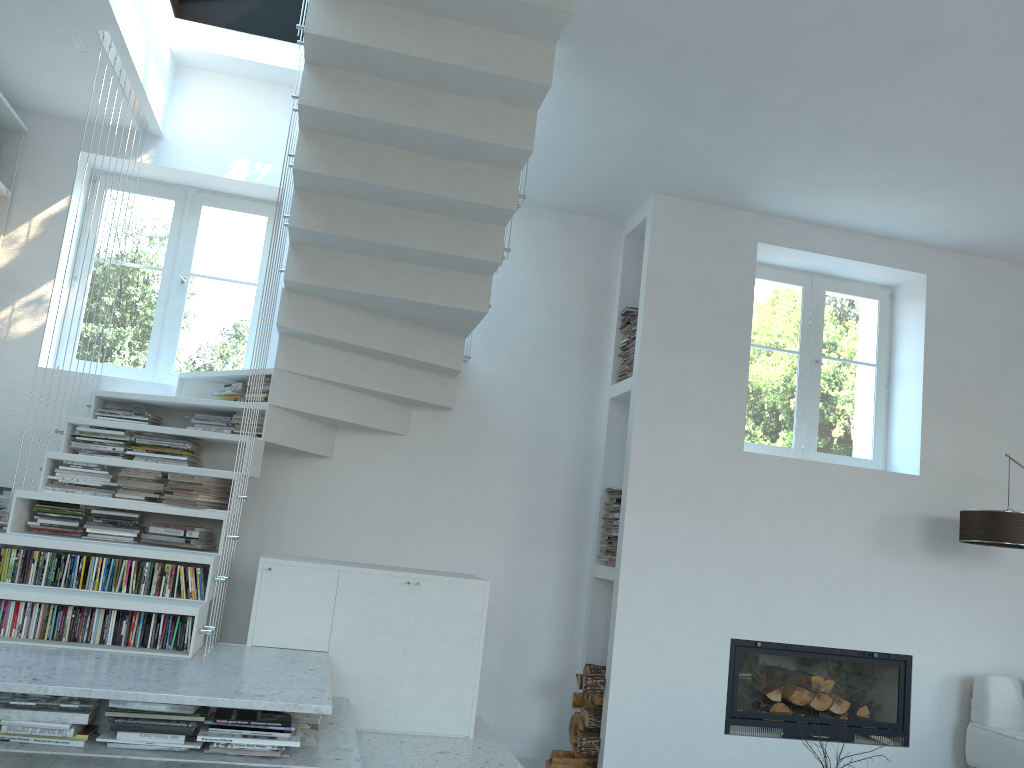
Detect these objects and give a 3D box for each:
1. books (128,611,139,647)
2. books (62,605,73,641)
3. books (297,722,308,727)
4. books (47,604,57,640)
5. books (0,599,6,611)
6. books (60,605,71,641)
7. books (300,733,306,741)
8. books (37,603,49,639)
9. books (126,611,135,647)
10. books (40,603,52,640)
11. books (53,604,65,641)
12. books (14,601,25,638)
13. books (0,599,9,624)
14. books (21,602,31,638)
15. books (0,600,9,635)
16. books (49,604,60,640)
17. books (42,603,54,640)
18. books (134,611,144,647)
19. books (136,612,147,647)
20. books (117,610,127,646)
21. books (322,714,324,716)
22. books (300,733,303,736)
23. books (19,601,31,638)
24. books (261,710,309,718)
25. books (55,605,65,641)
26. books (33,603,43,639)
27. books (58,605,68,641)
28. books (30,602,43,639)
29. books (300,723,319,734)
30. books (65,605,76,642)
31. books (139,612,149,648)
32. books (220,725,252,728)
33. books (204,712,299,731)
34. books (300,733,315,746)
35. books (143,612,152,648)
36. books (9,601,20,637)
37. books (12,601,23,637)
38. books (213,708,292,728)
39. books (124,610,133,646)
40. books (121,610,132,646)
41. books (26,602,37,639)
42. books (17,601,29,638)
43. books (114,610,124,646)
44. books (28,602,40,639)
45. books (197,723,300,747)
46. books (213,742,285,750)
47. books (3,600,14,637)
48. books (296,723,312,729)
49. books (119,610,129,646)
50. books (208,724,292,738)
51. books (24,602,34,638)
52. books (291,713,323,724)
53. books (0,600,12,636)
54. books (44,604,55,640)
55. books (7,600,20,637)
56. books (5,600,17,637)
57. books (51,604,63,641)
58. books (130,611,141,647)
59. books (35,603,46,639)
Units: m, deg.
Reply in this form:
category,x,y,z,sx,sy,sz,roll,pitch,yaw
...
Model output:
category,x,y,z,sx,sy,sz,roll,pitch,yaw
books,-1.413,0.913,3.326,0.008,0.125,0.125,8,-10,-11
books,-1.632,0.881,3.283,0.007,0.125,0.125,8,-10,-11
books,-0.754,1.107,2.964,0.153,0.009,0.261,8,-10,-8
books,-1.683,0.873,3.272,0.007,0.125,0.125,8,-10,-11
books,-1.856,0.848,3.238,0.008,0.125,0.125,8,-10,-11
books,-1.639,0.880,3.281,0.007,0.125,0.125,8,-10,-11
books,-0.764,1.152,2.956,0.148,0.012,0.227,9,-10,-13
books,-1.714,0.869,3.266,0.008,0.125,0.125,8,-10,-11
books,-1.421,0.912,3.325,0.008,0.125,0.125,8,-10,-11
books,-1.706,0.870,3.268,0.008,0.125,0.125,8,-10,-11
books,-1.661,0.876,3.277,0.007,0.125,0.125,8,-10,-11
books,-1.790,0.857,3.251,0.008,0.125,0.125,8,-10,-11
books,-1.849,0.849,3.239,0.008,0.125,0.125,8,-10,-11
books,-1.766,0.861,3.256,0.007,0.125,0.125,8,-10,-11
books,-1.840,0.850,3.241,0.008,0.125,0.125,8,-10,-11
books,-1.676,0.874,3.274,0.008,0.125,0.125,8,-10,-11
books,-1.698,0.871,3.269,0.009,0.125,0.125,8,-10,-11
books,-1.393,0.916,3.330,0.010,0.125,0.125,8,-10,-11
books,-1.386,0.917,3.332,0.008,0.125,0.125,8,-10,-11
books,-1.451,0.907,3.319,0.008,0.125,0.125,8,-10,-11
books,-0.794,1.170,3.236,0.188,0.014,0.274,9,-10,-16
books,-0.768,1.140,2.957,0.131,0.012,0.208,9,-10,-15
books,-1.774,0.860,3.254,0.007,0.125,0.125,8,-10,-11
books,-0.755,1.078,2.968,0.154,0.018,0.221,8,-10,-10
books,-1.654,0.877,3.278,0.008,0.125,0.125,8,-10,-11
books,-1.729,0.866,3.263,0.008,0.125,0.125,8,-10,-11
books,-1.647,0.879,3.280,0.007,0.125,0.125,8,-10,-11
books,-1.736,0.865,3.262,0.007,0.125,0.125,8,-10,-11
books,-0.743,1.131,2.963,0.189,0.013,0.215,9,-10,-12
books,-1.624,0.882,3.284,0.010,0.125,0.125,8,-10,-11
books,-1.375,0.919,3.334,0.012,0.125,0.125,8,-10,-11
books,-0.808,1.056,2.766,0.190,0.011,0.091,9,-10,-13
books,-0.801,1.043,2.742,0.269,0.009,0.132,8,-10,-7
books,-0.752,1.168,2.956,0.177,0.015,0.216,9,-10,-13
books,-1.364,0.920,3.336,0.010,0.125,0.125,8,-10,-11
books,-1.805,0.855,3.248,0.008,0.125,0.125,8,-10,-11
books,-1.797,0.856,3.249,0.007,0.125,0.125,8,-10,-11
books,-0.799,1.031,2.741,0.228,0.014,0.149,9,-10,-13
books,-1.428,0.911,3.323,0.007,0.125,0.125,8,-10,-11
books,-1.436,0.910,3.322,0.007,0.125,0.125,8,-10,-11
books,-1.751,0.863,3.259,0.009,0.125,0.125,8,-10,-11
books,-1.782,0.859,3.253,0.009,0.125,0.125,8,-10,-11
books,-1.461,0.906,3.317,0.012,0.125,0.125,8,-10,-11
books,-1.744,0.864,3.260,0.008,0.125,0.125,8,-10,-11
books,-0.801,1.073,2.718,0.297,0.014,0.185,9,-10,-12
books,-0.806,1.095,2.728,0.208,0.015,0.153,9,-10,-14
books,-1.826,0.852,3.244,0.007,0.125,0.125,8,-10,-11
books,-0.752,1.117,2.963,0.168,0.012,0.210,8,-10,-10
books,-1.442,0.909,3.321,0.007,0.125,0.125,8,-10,-11
books,-0.804,1.064,2.743,0.242,0.012,0.137,8,-10,-10
books,-1.759,0.862,3.257,0.008,0.125,0.125,8,-10,-11
books,-0.732,1.098,2.970,0.190,0.015,0.230,7,-10,-6
books,-1.833,0.851,3.242,0.007,0.125,0.125,8,-10,-11
books,-1.690,0.872,3.271,0.008,0.125,0.125,8,-10,-11
books,-1.812,0.854,3.247,0.008,0.125,0.125,8,-10,-11
books,-1.819,0.853,3.245,0.007,0.125,0.125,8,-10,-11
books,-1.669,0.875,3.275,0.009,0.125,0.125,8,-10,-11
books,-1.404,0.914,3.328,0.010,0.125,0.125,8,-10,-11
books,-1.721,0.868,3.265,0.008,0.125,0.125,8,-10,-11
